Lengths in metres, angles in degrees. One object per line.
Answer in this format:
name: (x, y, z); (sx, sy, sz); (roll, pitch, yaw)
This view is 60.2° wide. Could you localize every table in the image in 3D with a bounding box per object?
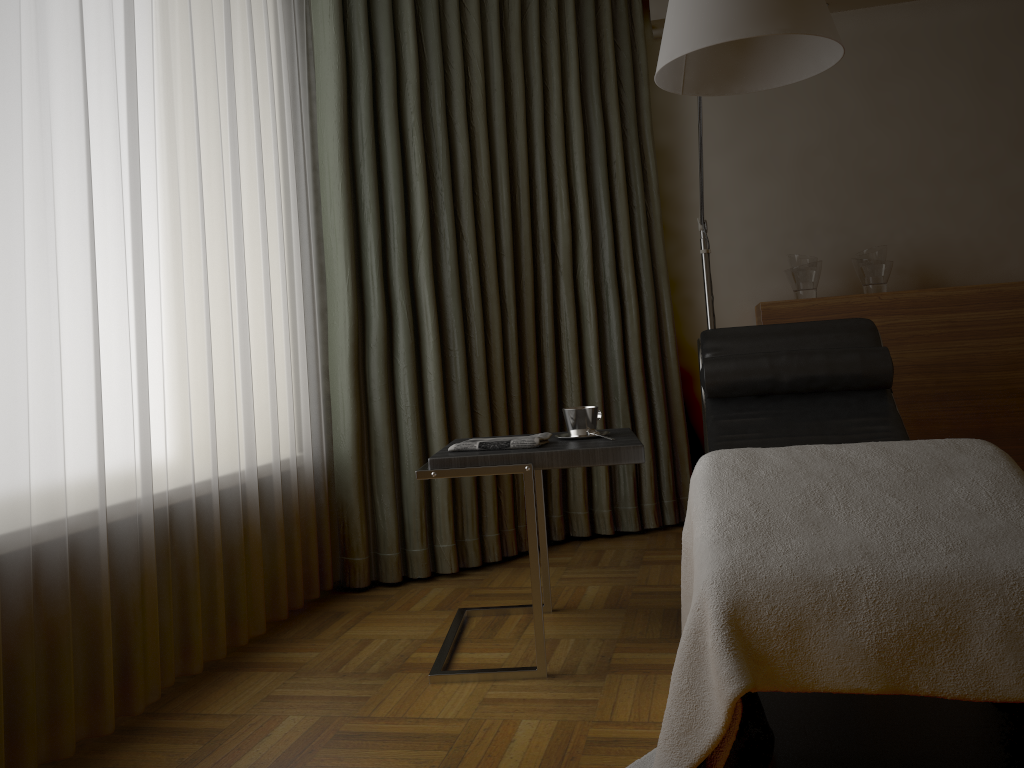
table: (0.073, 0.175, 2.349); (0.517, 0.045, 0.498); (-4, 2, 4)

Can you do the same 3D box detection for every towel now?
towel: (-0.025, 0.152, 2.272); (0.240, 0.035, 0.179); (-4, 1, 16)

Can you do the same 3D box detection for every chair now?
chair: (0.798, 0.222, 2.273); (0.634, 0.800, 1.787); (-4, 1, 13)

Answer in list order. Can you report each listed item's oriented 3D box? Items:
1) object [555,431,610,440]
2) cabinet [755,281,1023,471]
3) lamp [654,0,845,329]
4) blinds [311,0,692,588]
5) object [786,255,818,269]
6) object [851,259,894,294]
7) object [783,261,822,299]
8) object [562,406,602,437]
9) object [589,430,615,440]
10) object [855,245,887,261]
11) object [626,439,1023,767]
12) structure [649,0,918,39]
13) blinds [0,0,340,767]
object: (0.189, 0.139, 2.370); (0.149, 0.009, 0.150); (-4, 2, 18)
cabinet: (1.868, 0.047, 3.482); (1.671, 0.867, 0.414); (-4, -3, 12)
lamp: (0.744, -0.326, 2.598); (0.451, 1.976, 1.412); (-5, -2, 16)
blinds: (-0.002, -0.600, 3.438); (1.535, 2.464, 0.223); (-3, -4, -32)
object: (1.191, -0.458, 3.611); (0.122, 0.150, 0.122); (-4, -2, -6)
object: (1.455, -0.437, 3.552); (0.155, 0.155, 0.155); (-4, -1, 3)
object: (1.194, -0.420, 3.609); (0.156, 0.155, 0.155); (-3, -1, -31)
object: (0.188, 0.103, 2.379); (0.097, 0.079, 0.110); (-4, 0, 14)
object: (0.231, 0.132, 2.279); (0.029, 0.019, 0.123); (-4, 1, -18)
object: (1.452, -0.475, 3.554); (0.123, 0.150, 0.122); (-4, -2, -8)
object: (0.678, 0.395, 1.752); (0.916, 0.522, 0.908); (-4, 0, 13)
structure: (1.688, -1.719, 3.744); (2.175, 0.131, 0.273); (-4, 1, 12)
blinds: (-0.898, -0.436, 2.009); (0.092, 2.300, 2.193); (-5, -1, 13)
